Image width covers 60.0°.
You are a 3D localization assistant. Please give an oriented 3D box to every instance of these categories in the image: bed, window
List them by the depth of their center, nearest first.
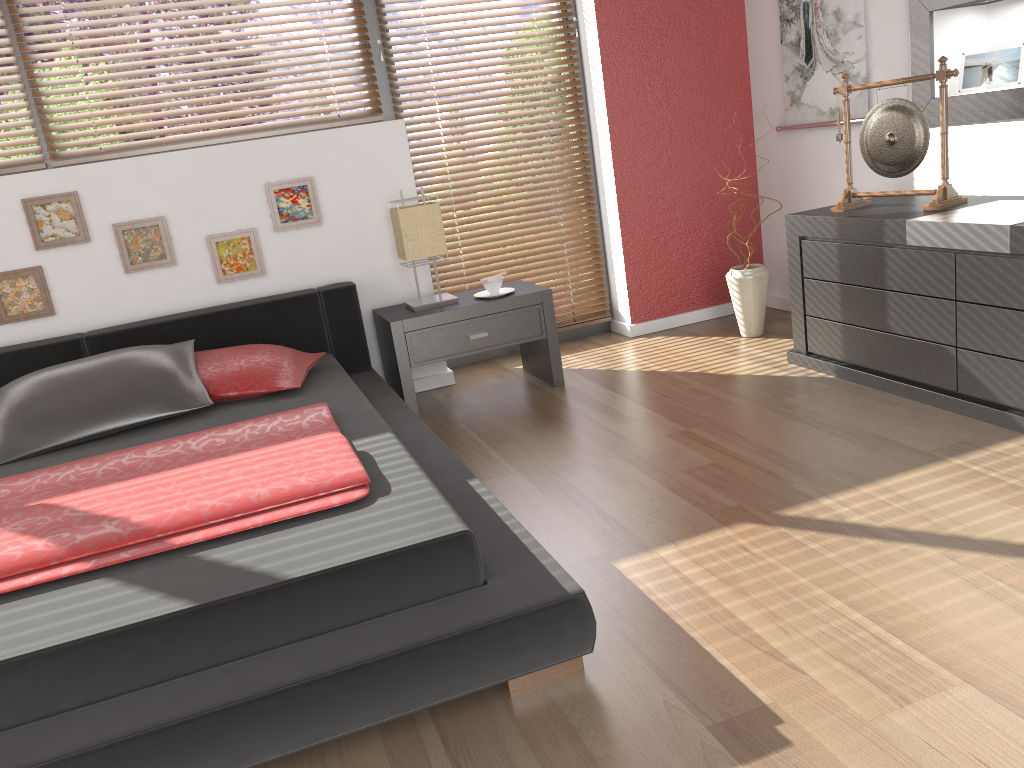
[{"bbox_3d":[-1.402,0.333,2.466,2.469,0.577,2.413,-13,16,-16],"label":"bed"},{"bbox_3d":[-1.996,-1.320,3.622,2.817,0.786,0.020,-13,16,-16],"label":"window"},{"bbox_3d":[-0.096,-1.235,4.310,0.889,1.893,0.020,-13,16,-16],"label":"window"}]

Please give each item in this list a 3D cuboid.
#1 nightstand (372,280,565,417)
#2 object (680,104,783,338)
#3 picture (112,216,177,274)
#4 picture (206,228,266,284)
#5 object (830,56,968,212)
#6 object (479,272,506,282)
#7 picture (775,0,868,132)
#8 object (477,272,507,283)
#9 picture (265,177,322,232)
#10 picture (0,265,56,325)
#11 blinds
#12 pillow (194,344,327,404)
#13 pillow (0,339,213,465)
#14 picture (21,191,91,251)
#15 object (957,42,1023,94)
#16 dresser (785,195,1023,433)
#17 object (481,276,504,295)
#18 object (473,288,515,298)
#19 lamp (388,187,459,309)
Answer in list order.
[{"bbox_3d":[-0.192,-0.160,3.865,0.700,0.423,0.413,-13,16,-16],"label":"nightstand"},{"bbox_3d":[1.003,-0.713,4.033,0.422,1.035,0.364,-22,20,-40],"label":"object"},{"bbox_3d":[-1.485,-0.563,3.586,0.200,0.200,0.010,-13,16,-16],"label":"picture"},{"bbox_3d":[-1.153,-0.536,3.709,0.200,0.200,0.010,-13,16,-16],"label":"picture"},{"bbox_3d":[1.362,-0.880,3.165,0.173,0.498,0.490,-18,18,-31],"label":"object"},{"bbox_3d":[-0.084,-0.457,3.784,0.007,0.007,0.192,3,19,36],"label":"object"},{"bbox_3d":[1.306,-1.752,3.795,0.028,1.270,0.701,-13,16,-16],"label":"picture"},{"bbox_3d":[-0.084,-0.450,3.761,0.007,0.007,0.192,5,20,41],"label":"object"},{"bbox_3d":[-0.920,-0.758,3.742,0.200,0.200,0.010,-13,16,-16],"label":"picture"},{"bbox_3d":[-1.927,-0.348,3.479,0.200,0.200,0.010,-13,16,-16],"label":"picture"},{"bbox_3d":[-1.892,-0.754,3.710,4.840,1.952,0.032,-13,16,-16],"label":"blinds"},{"bbox_3d":[-1.094,-0.031,3.272,0.745,0.172,0.418,-8,15,2],"label":"pillow"},{"bbox_3d":[-1.429,0.037,3.018,0.744,0.241,0.386,-15,16,-21],"label":"pillow"},{"bbox_3d":[-1.781,-0.637,3.466,0.200,0.200,0.010,-13,16,-16],"label":"picture"},{"bbox_3d":[1.749,-1.153,3.239,0.041,0.146,0.226,-20,19,-36],"label":"object"},{"bbox_3d":[1.628,-0.259,2.855,0.540,0.608,1.740,-13,16,-16],"label":"dresser"},{"bbox_3d":[-0.080,-0.418,3.788,0.099,0.069,0.099,-7,15,8],"label":"object"},{"bbox_3d":[-0.075,-0.387,3.796,0.179,0.012,0.179,-7,15,8],"label":"object"},{"bbox_3d":[-0.384,-0.582,3.748,0.200,0.480,0.200,-13,16,-16],"label":"lamp"}]
